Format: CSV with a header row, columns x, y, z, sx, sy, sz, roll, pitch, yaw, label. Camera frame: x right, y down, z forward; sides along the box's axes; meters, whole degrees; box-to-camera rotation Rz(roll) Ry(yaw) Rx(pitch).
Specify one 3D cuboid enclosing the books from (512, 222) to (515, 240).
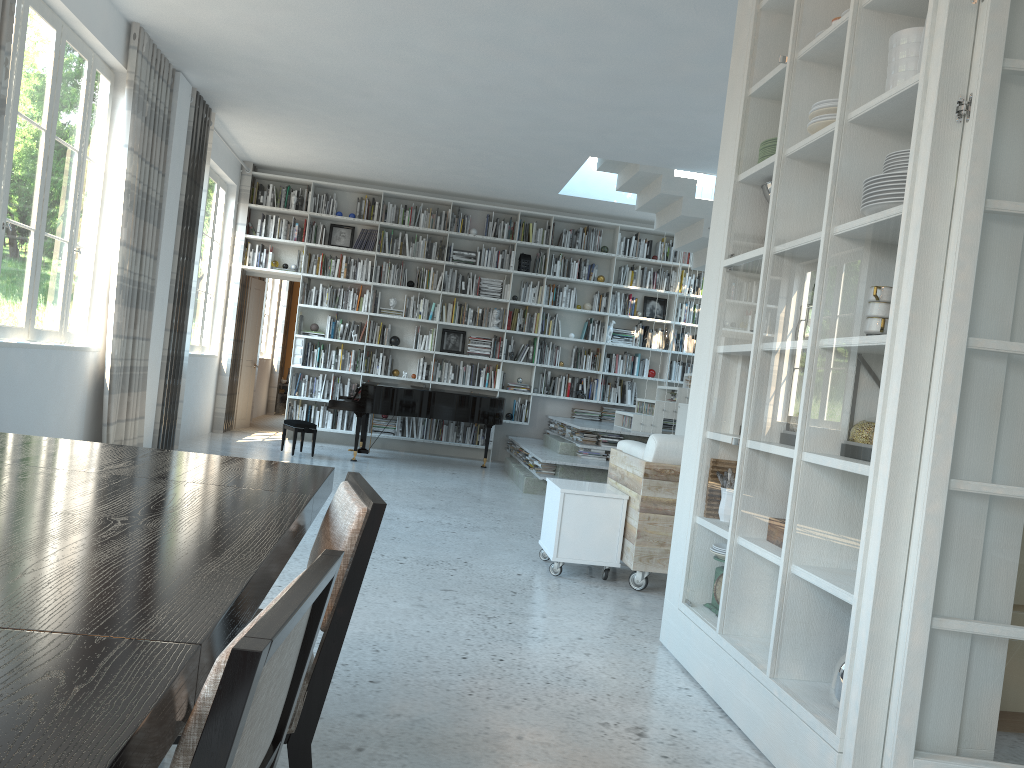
x,y,z,sx,sy,sz,roll,pitch,yaw,label
0.004,-1.890,11.088,0.014,0.244,0.145,7,1,-7,books

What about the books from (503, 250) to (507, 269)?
x,y,z,sx,sy,sz,roll,pitch,yaw,label
-0.097,-1.541,11.082,0.029,0.261,0.133,7,1,-7,books

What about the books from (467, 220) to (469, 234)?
x,y,z,sx,sy,sz,roll,pitch,yaw,label
-0.551,-1.927,11.019,0.010,0.186,0.152,7,1,-7,books

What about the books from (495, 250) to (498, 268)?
x,y,z,sx,sy,sz,roll,pitch,yaw,label
-0.201,-1.542,11.078,0.011,0.239,0.139,7,1,-7,books

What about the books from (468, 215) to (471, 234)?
x,y,z,sx,sy,sz,roll,pitch,yaw,label
-0.536,-1.960,11.013,0.011,0.256,0.143,7,1,-7,books

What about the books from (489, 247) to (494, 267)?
x,y,z,sx,sy,sz,roll,pitch,yaw,label
-0.264,-1.567,11.075,0.029,0.273,0.140,7,1,-7,books

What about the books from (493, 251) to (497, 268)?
x,y,z,sx,sy,sz,roll,pitch,yaw,label
-0.216,-1.535,11.052,0.023,0.223,0.190,7,1,-7,books

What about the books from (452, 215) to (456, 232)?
x,y,z,sx,sy,sz,roll,pitch,yaw,label
-0.725,-1.968,11.001,0.023,0.228,0.157,7,1,-7,books

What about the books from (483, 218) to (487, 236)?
x,y,z,sx,sy,sz,roll,pitch,yaw,label
-0.339,-1.931,11.047,0.012,0.245,0.151,7,1,-7,books

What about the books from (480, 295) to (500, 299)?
x,y,z,sx,sy,sz,roll,pitch,yaw,label
-0.283,-1.080,11.072,0.254,0.012,0.161,7,0,-11,books

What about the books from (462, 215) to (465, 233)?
x,y,z,sx,sy,sz,roll,pitch,yaw,label
-0.605,-1.964,11.015,0.014,0.248,0.139,7,1,-7,books

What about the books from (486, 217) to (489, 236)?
x,y,z,sx,sy,sz,roll,pitch,yaw,label
-0.313,-1.939,11.049,0.011,0.267,0.129,7,1,-7,books

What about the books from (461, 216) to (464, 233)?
x,y,z,sx,sy,sz,roll,pitch,yaw,label
-0.617,-1.958,11.027,0.006,0.233,0.136,7,1,-7,books

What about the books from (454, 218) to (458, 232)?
x,y,z,sx,sy,sz,roll,pitch,yaw,label
-0.701,-1.949,10.992,0.026,0.194,0.166,7,1,-7,books

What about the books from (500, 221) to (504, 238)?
x,y,z,sx,sy,sz,roll,pitch,yaw,label
-0.137,-1.903,11.059,0.023,0.236,0.154,7,1,-7,books

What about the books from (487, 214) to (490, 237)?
x,y,z,sx,sy,sz,roll,pitch,yaw,label
-0.300,-1.952,11.041,0.011,0.296,0.157,7,1,-7,books

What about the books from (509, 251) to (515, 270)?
x,y,z,sx,sy,sz,roll,pitch,yaw,label
-0.008,-1.517,11.023,0.037,0.237,0.272,7,1,-7,books

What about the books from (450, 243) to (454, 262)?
x,y,z,sx,sy,sz,roll,pitch,yaw,label
-0.751,-1.612,10.982,0.021,0.249,0.191,7,1,-7,books

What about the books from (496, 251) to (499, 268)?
x,y,z,sx,sy,sz,roll,pitch,yaw,label
-0.189,-1.536,11.067,0.010,0.230,0.152,7,1,-7,books

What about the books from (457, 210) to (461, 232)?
x,y,z,sx,sy,sz,roll,pitch,yaw,label
-0.664,-1.996,11.002,0.010,0.296,0.153,7,1,-7,books

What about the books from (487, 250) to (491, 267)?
x,y,z,sx,sy,sz,roll,pitch,yaw,label
-0.293,-1.543,11.052,0.028,0.219,0.183,7,1,-7,books

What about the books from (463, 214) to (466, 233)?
x,y,z,sx,sy,sz,roll,pitch,yaw,label
-0.591,-1.971,11.010,0.013,0.264,0.147,7,1,-7,books

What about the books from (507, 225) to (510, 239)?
x,y,z,sx,sy,sz,roll,pitch,yaw,label
-0.052,-1.876,11.087,0.014,0.204,0.135,7,1,-7,books

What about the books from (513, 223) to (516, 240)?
x,y,z,sx,sy,sz,roll,pitch,yaw,label
0.019,-1.885,11.081,0.014,0.239,0.153,7,1,-7,books

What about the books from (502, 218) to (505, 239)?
x,y,z,sx,sy,sz,roll,pitch,yaw,label
-0.117,-1.917,11.046,0.010,0.270,0.180,7,1,-7,books

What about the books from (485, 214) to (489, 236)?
x,y,z,sx,sy,sz,roll,pitch,yaw,label
-0.321,-1.953,11.031,0.014,0.292,0.176,7,1,-7,books

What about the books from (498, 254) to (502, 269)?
x,y,z,sx,sy,sz,roll,pitch,yaw,label
-0.159,-1.511,11.061,0.029,0.188,0.176,7,1,-7,books

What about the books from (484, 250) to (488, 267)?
x,y,z,sx,sy,sz,roll,pitch,yaw,label
-0.332,-1.546,11.045,0.027,0.216,0.190,7,1,-7,books

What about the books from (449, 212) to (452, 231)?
x,y,z,sx,sy,sz,roll,pitch,yaw,label
-0.766,-1.986,10.997,0.012,0.254,0.161,7,1,-7,books

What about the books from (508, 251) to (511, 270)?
x,y,z,sx,sy,sz,roll,pitch,yaw,label
-0.036,-1.553,11.101,0.010,0.299,0.133,7,1,-7,books

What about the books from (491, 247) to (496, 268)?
x,y,z,sx,sy,sz,roll,pitch,yaw,label
-0.237,-1.561,11.057,0.023,0.269,0.184,7,1,-7,books

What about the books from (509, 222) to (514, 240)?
x,y,z,sx,sy,sz,roll,pitch,yaw,label
-0.015,-1.892,11.076,0.028,0.244,0.161,7,1,-7,books

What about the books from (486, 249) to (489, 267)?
x,y,z,sx,sy,sz,roll,pitch,yaw,label
-0.313,-1.558,11.059,0.012,0.244,0.131,7,1,-7,books

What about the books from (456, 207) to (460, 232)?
x,y,z,sx,sy,sz,roll,pitch,yaw,label
-0.674,-2.019,11.006,0.014,0.341,0.145,7,1,-7,books

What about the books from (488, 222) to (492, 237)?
x,y,z,sx,sy,sz,roll,pitch,yaw,label
-0.286,-1.906,11.056,0.031,0.208,0.146,7,1,-7,books

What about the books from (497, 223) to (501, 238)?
x,y,z,sx,sy,sz,roll,pitch,yaw,label
-0.166,-1.889,11.051,0.033,0.203,0.166,7,1,-7,books

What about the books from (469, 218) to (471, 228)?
x,y,z,sx,sy,sz,roll,pitch,yaw,label
-0.533,-1.949,11.033,0.004,0.235,0.137,7,1,-7,books

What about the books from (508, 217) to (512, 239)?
x,y,z,sx,sy,sz,roll,pitch,yaw,label
-0.032,-1.926,11.081,0.012,0.308,0.138,7,1,-7,books

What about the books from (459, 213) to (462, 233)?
x,y,z,sx,sy,sz,roll,pitch,yaw,label
-0.643,-1.977,10.991,0.011,0.265,0.163,7,1,-7,books

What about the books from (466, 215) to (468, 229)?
x,y,z,sx,sy,sz,roll,pitch,yaw,label
-0.566,-1.963,11.007,0.005,0.255,0.168,7,1,-7,books

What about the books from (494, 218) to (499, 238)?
x,y,z,sx,sy,sz,roll,pitch,yaw,label
-0.195,-1.926,11.066,0.028,0.270,0.140,7,1,-7,books

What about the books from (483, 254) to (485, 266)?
x,y,z,sx,sy,sz,roll,pitch,yaw,label
-0.353,-1.542,11.057,0.011,0.204,0.133,7,1,-7,books

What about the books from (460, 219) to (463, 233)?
x,y,z,sx,sy,sz,roll,pitch,yaw,label
-0.632,-1.941,11.006,0.023,0.195,0.172,7,1,-7,books

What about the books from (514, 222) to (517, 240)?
x,y,z,sx,sy,sz,roll,pitch,yaw,label
0.037,-1.892,11.090,0.022,0.257,0.136,7,1,-7,books

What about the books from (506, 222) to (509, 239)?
x,y,z,sx,sy,sz,roll,pitch,yaw,label
-0.070,-1.893,11.090,0.026,0.234,0.137,7,1,-7,books

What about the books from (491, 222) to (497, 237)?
x,y,z,sx,sy,sz,roll,pitch,yaw,label
-0.234,-1.901,11.045,0.050,0.211,0.172,7,1,-7,books

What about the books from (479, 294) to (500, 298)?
x,y,z,sx,sy,sz,roll,pitch,yaw,label
-0.282,-1.093,11.074,0.254,0.012,0.161,7,0,-4,books

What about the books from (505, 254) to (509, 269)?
x,y,z,sx,sy,sz,roll,pitch,yaw,label
-0.070,-1.508,11.072,0.029,0.202,0.191,7,1,-7,books

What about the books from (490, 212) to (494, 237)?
x,y,z,sx,sy,sz,roll,pitch,yaw,label
-0.256,-1.965,11.035,0.010,0.331,0.186,7,1,-7,books

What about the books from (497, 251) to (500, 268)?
x,y,z,sx,sy,sz,roll,pitch,yaw,label
-0.177,-1.535,11.062,0.012,0.230,0.158,7,1,-7,books

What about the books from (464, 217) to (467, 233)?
x,y,z,sx,sy,sz,roll,pitch,yaw,label
-0.579,-1.947,11.008,0.016,0.219,0.144,7,1,-7,books

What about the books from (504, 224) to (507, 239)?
x,y,z,sx,sy,sz,roll,pitch,yaw,label
-0.092,-1.880,11.044,0.023,0.202,0.193,7,1,-7,books

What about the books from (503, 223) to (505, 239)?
x,y,z,sx,sy,sz,roll,pitch,yaw,label
-0.110,-1.890,11.058,0.012,0.217,0.179,7,1,-7,books

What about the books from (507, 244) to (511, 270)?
x,y,z,sx,sy,sz,roll,pitch,yaw,label
-0.043,-1.571,11.082,0.012,0.334,0.155,7,1,-7,books

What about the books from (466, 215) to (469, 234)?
x,y,z,sx,sy,sz,roll,pitch,yaw,label
-0.560,-1.960,11.027,0.013,0.249,0.148,7,1,-7,books

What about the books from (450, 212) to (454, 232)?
x,y,z,sx,sy,sz,roll,pitch,yaw,label
-0.745,-1.983,10.980,0.026,0.253,0.185,7,1,-7,books

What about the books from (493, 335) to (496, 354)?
x,y,z,sx,sy,sz,roll,pitch,yaw,label
-0.233,-0.465,11.119,0.011,0.299,0.130,7,1,-7,books

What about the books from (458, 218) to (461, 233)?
x,y,z,sx,sy,sz,roll,pitch,yaw,label
-0.661,-1.950,11.017,0.011,0.205,0.145,7,1,-7,books

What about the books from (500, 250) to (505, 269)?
x,y,z,sx,sy,sz,roll,pitch,yaw,label
-0.126,-1.537,11.063,0.032,0.248,0.173,7,1,-7,books
